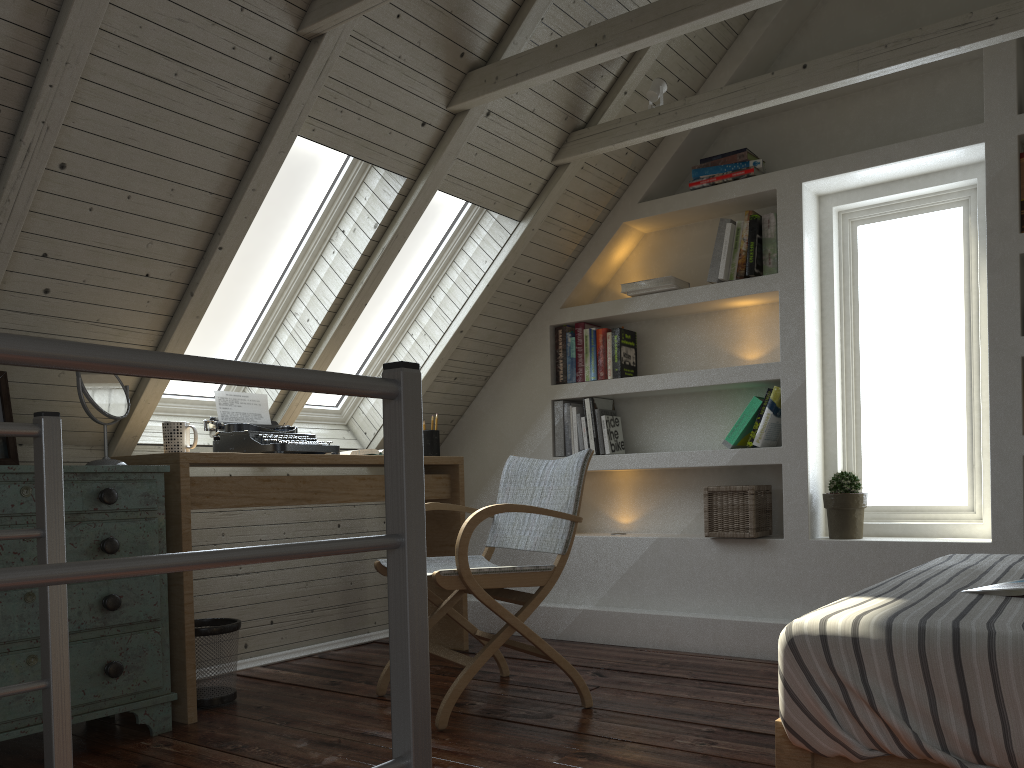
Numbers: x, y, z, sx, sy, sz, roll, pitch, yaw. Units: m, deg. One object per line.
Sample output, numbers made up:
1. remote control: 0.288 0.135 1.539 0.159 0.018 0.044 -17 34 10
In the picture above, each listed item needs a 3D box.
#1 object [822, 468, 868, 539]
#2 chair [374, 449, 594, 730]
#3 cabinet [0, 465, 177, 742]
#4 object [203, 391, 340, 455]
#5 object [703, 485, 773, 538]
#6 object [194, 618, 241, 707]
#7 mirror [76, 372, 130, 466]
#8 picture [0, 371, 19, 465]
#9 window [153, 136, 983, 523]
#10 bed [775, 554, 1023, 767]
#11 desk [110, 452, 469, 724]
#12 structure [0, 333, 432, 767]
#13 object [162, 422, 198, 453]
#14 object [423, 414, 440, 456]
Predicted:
1. object: 1.242 0.441 3.279 0.160 0.271 0.160 -2 -1 29
2. chair: -0.092 0.613 2.800 0.559 0.791 0.552 -1 -2 -29
3. cabinet: -1.353 0.603 2.311 0.416 0.767 0.804 -2 -3 36
4. object: -0.831 0.134 3.098 0.355 0.238 0.389 -4 -5 31
5. object: 0.898 0.504 3.493 0.205 0.201 0.205 -4 -4 36
6. object: -0.994 0.902 2.859 0.224 0.252 0.224 -3 -3 30
7. mirror: -1.164 0.078 2.514 0.112 0.319 0.207 -1 -1 -11
8. picture: -1.427 0.089 2.288 0.147 0.259 0.201 -2 -2 30
9. window: 0.116 -0.154 3.093 3.097 1.373 1.406 -3 -3 14
10. bed: 1.604 0.463 1.514 1.885 0.703 1.874 -6 -7 36
11. desk: -0.730 0.670 3.234 0.378 0.804 1.325 -2 -4 36
12. structure: -0.908 0.448 0.588 0.839 0.994 1.641 -3 -5 36
13. object: -1.038 0.171 2.758 0.108 0.100 0.083 -1 -2 -13
14. object: -0.344 0.215 3.636 0.088 0.186 0.088 -1 0 0
